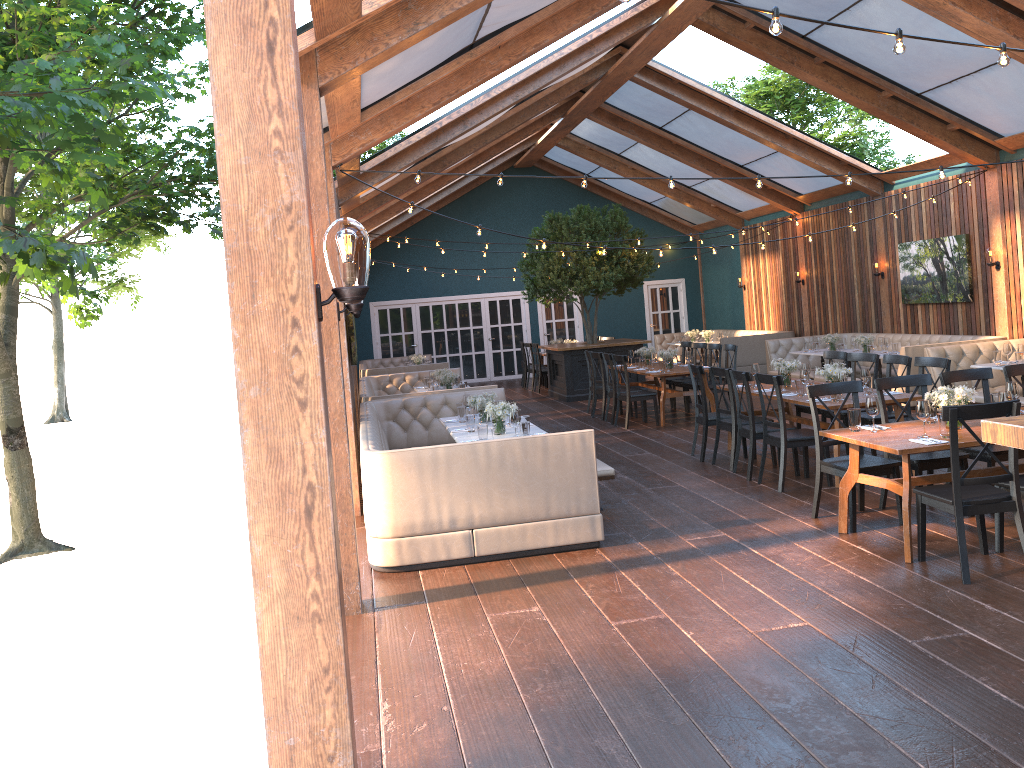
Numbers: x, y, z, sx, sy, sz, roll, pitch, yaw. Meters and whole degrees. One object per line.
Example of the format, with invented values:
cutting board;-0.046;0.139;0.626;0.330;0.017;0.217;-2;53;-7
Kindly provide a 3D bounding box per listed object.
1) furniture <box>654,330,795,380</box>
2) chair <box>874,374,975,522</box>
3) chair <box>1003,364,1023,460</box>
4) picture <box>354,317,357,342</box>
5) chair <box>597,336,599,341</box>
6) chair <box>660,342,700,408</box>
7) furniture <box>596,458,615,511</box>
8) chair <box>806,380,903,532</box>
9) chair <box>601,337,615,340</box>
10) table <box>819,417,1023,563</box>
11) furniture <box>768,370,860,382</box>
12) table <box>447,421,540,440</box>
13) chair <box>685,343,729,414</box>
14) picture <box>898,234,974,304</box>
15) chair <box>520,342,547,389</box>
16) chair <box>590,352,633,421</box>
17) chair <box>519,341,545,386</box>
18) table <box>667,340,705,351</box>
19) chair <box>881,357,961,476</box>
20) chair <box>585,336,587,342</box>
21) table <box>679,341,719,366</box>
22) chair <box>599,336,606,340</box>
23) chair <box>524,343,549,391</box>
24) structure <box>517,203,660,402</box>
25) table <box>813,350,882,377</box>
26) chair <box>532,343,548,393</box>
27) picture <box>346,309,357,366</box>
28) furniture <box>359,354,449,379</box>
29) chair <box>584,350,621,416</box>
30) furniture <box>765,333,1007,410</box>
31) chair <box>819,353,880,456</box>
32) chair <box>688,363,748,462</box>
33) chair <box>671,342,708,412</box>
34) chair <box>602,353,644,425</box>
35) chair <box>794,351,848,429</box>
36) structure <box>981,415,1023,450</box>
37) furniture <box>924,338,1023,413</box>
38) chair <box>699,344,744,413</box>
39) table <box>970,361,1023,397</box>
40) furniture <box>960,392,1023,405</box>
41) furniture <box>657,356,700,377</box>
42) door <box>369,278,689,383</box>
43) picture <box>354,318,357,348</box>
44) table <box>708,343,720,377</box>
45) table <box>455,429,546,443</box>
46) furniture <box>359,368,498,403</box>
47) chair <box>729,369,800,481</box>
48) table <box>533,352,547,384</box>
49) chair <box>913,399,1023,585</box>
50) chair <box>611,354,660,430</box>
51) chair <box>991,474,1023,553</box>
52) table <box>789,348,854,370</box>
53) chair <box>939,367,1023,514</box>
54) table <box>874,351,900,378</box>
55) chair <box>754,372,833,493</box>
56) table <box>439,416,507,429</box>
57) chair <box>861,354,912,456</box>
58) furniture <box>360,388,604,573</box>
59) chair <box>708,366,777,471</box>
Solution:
furniture;4.714;-0.719;19.945;1.711;0.857;4.167;-5;5;-9
chair;3.091;0.461;6.675;0.478;1.019;0.540;-5;2;-10
chair;4.191;0.357;6.866;0.478;1.019;0.540;-5;2;-10
picture;-2.685;-1.123;14.930;0.065;0.996;1.653;-5;4;-9
chair;1.739;-0.548;19.771;0.540;1.019;0.478;-5;2;-5
chair;2.688;-0.157;14.300;0.540;1.019;0.478;-5;2;-10
furniture;0.526;0.820;8.505;0.313;0.398;2.333;-5;5;-9
chair;2.541;0.513;6.580;0.478;1.019;0.540;-5;2;-15
chair;1.914;-0.466;18.646;0.541;1.019;0.477;-5;2;-27
table;3.511;0.622;6.113;2.432;0.729;0.952;-5;4;-10
furniture;4.674;0.038;13.810;0.313;0.398;2.333;-5;5;-9
table;-0.162;0.748;8.385;0.799;0.671;0.800;-5;3;-9
chair;2.880;-0.078;13.195;0.540;1.019;0.478;-5;2;-10
picture;6.542;-1.755;13.740;0.065;0.996;1.653;-5;4;-9
chair;0.463;-0.428;19.549;0.540;1.019;0.478;-5;2;-5
chair;1.505;0.003;13.526;0.540;1.019;0.477;-5;2;-15
chair;0.446;-0.474;20.115;0.540;1.019;0.478;-5;2;-4
table;4.147;-0.644;20.700;0.799;0.671;0.800;-5;3;-10
chair;3.752;0.281;8.173;0.540;1.019;0.478;-5;2;-10
chair;1.643;-0.587;20.322;0.540;1.019;0.477;-5;2;-15
table;4.286;-0.586;19.896;0.799;0.671;0.800;-5;3;-9
chair;1.835;-0.508;19.218;0.540;1.019;0.478;-5;2;-10
chair;0.574;-0.390;19.000;0.540;1.019;0.477;-5;2;-15
structure;1.488;-1.632;16.974;2.714;3.691;2.858;-5;2;-1
table;5.323;-0.160;13.922;0.799;0.671;0.800;-5;3;-9
chair;0.717;-0.355;18.456;0.540;1.019;0.478;-5;2;-10
picture;-1.726;-0.735;9.480;0.065;0.996;1.653;-5;4;-9
furniture;-2.359;-0.054;18.734;1.711;0.857;4.167;-5;5;-9
chair;1.445;-0.040;14.084;0.540;1.019;0.478;-5;2;-5
furniture;5.747;-0.294;13.994;1.711;0.857;4.167;-5;5;-9
chair;3.560;0.202;9.277;0.540;1.019;0.477;-5;2;-15
chair;2.218;0.281;9.607;0.539;1.019;0.478;-5;2;-2
chair;2.784;-0.117;13.747;0.540;1.019;0.477;-5;2;-15
chair;1.625;0.040;12.978;0.540;1.019;0.478;-5;2;-7
chair;3.464;0.163;9.830;0.540;1.019;0.478;-5;2;-10
structure;5.065;0.473;3.194;6.807;1.273;0.858;-5;2;-10
furniture;6.521;0.025;9.537;1.711;0.857;4.167;-5;5;-9
chair;2.976;-0.039;12.644;0.540;1.019;0.478;-5;2;-5
table;5.956;0.101;10.273;0.799;0.671;0.800;-5;3;-11
furniture;5.447;0.357;9.357;0.313;0.398;2.333;-5;5;-9
furniture;3.636;-0.389;19.795;0.313;0.398;2.333;-5;5;-9
door;0.581;-1.288;22.527;8.179;2.207;0.174;-5;1;-10
picture;-2.210;-0.930;12.229;0.065;0.996;1.653;-5;4;-9
table;4.426;-0.529;19.092;0.799;0.671;0.800;-5;3;-11
table;-0.022;0.806;7.581;0.799;0.671;0.800;-5;3;-10
furniture;-1.324;0.372;12.773;1.711;0.857;4.167;-5;5;-9
chair;2.412;0.359;8.509;0.540;1.019;0.478;-5;2;-4
table;1.183;-0.325;19.379;0.951;0.728;2.436;-5;5;-9
chair;2.756;0.602;5.338;0.477;1.019;0.540;-5;2;-5
chair;1.721;0.080;12.426;0.540;1.019;0.477;-5;2;-15
chair;3.306;0.550;5.433;0.478;1.019;0.540;-5;2;-15
table;5.183;-0.217;14.726;0.799;0.671;0.800;-5;3;-11
chair;3.641;0.409;6.770;0.478;1.019;0.540;-5;2;-15
table;5.462;-0.102;13.118;0.799;0.671;0.800;-5;3;-10
chair;2.513;0.398;7.959;0.540;1.019;0.478;-5;2;-10
table;-0.301;0.691;9.189;0.799;0.671;0.800;-5;3;-11
chair;3.656;0.241;8.726;0.540;1.019;0.478;-5;2;-5
furniture;-0.549;0.692;8.307;1.711;0.857;4.167;-5;5;-9
chair;2.344;0.318;9.053;0.540;1.019;0.478;-5;2;-13
